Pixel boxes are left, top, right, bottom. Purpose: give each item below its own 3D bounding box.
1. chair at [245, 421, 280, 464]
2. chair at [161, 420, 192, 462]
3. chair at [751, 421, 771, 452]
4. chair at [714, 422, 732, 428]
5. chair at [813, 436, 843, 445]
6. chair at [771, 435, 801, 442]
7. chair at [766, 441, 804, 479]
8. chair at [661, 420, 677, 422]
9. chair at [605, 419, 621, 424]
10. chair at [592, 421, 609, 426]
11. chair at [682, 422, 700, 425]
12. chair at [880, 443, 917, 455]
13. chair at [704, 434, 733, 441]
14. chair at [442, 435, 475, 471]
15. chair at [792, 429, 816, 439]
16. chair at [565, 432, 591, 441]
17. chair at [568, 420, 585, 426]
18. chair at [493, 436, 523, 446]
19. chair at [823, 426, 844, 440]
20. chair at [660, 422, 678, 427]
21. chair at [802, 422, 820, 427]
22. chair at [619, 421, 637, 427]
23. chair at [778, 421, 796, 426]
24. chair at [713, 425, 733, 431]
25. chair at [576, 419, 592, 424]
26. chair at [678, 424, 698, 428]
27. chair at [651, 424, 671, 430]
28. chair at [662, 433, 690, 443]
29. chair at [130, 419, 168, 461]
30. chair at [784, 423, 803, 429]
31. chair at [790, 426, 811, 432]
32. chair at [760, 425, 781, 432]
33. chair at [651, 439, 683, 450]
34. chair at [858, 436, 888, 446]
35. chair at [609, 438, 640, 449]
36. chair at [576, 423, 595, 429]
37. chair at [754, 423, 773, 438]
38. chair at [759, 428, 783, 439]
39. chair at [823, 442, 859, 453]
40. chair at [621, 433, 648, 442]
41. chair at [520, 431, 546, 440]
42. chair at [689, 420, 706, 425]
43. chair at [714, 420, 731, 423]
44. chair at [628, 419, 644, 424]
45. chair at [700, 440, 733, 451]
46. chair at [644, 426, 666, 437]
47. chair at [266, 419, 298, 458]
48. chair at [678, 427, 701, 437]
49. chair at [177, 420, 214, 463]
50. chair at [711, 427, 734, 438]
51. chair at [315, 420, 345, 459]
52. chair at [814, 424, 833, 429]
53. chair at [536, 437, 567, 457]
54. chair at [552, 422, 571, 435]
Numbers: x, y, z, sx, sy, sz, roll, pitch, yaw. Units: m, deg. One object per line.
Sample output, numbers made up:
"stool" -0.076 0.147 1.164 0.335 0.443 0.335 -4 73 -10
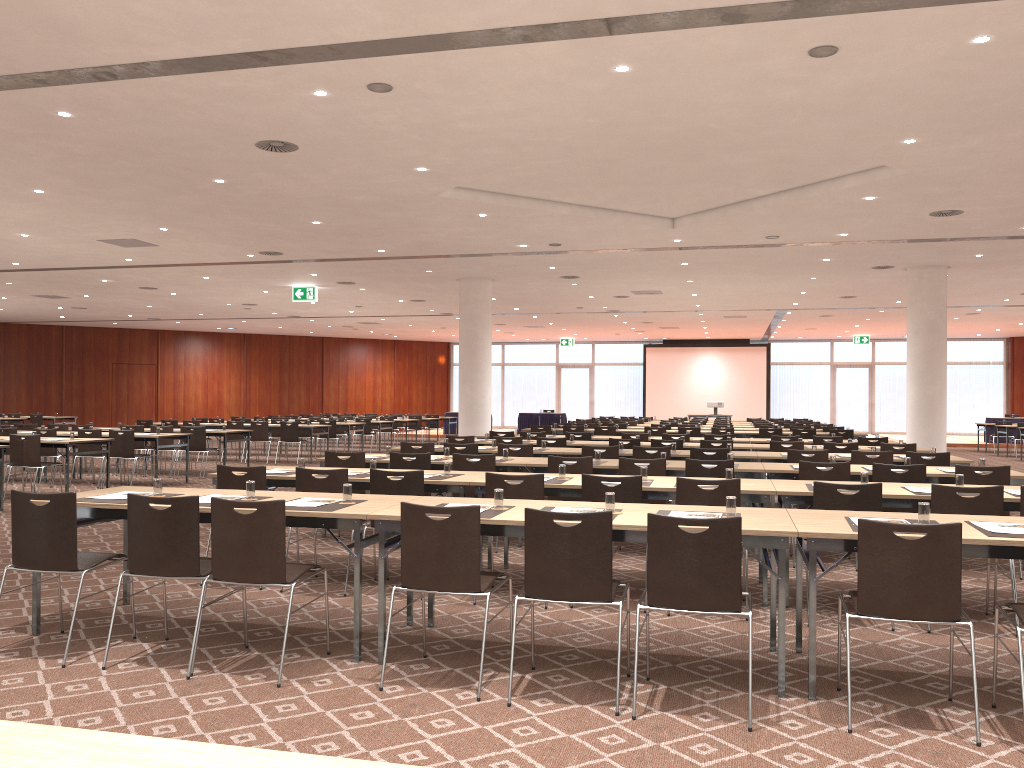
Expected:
"chair" -5.539 1.293 19.725 0.535 0.939 0.614 0 -1 13
"chair" -7.759 1.288 20.349 0.535 0.939 0.614 0 -1 15
"chair" 6.480 1.427 23.020 0.535 0.939 0.614 0 -1 14
"chair" 5.066 1.390 21.306 0.535 0.939 0.614 0 -1 13
"chair" 4.850 1.264 13.675 0.535 0.939 0.614 0 -1 13
"chair" 4.242 1.261 13.787 0.535 0.939 0.614 0 -1 13
"chair" 3.692 1.228 11.942 0.535 0.939 0.614 0 -1 15
"chair" 4.185 1.421 23.579 0.535 0.939 0.614 0 -1 15
"chair" 2.748 1.418 24.008 0.535 0.939 0.614 0 -1 14
"chair" 2.225 1.383 22.034 0.535 0.939 0.614 0 -1 17
"chair" 4.359 1.389 21.557 0.535 0.939 0.614 0 -1 14
"chair" 5.013 1.230 11.577 0.535 0.939 0.614 0 -1 14
"chair" 3.272 1.260 14.103 0.535 0.939 0.614 0 -1 11
"chair" -0.715 1.215 13.016 0.535 0.939 0.614 0 -1 14
"chair" 5.603 1.324 17.058 0.535 0.939 0.614 0 -1 12
"chair" 1.122 1.254 14.627 0.535 0.939 0.614 0 -1 15
"chair" 1.634 1.382 22.221 0.535 0.939 0.614 0 -1 11
"chair" -0.029 1.217 12.805 0.535 0.939 0.614 0 -1 12
"chair" 6.808 1.361 18.823 0.535 0.939 0.614 0 -1 16
"chair" 3.837 1.387 21.641 0.535 0.939 0.614 0 -1 15
"chair" 7.661 1.431 22.732 0.535 0.939 0.614 0 -1 15
"chair" 2.860 1.384 21.843 0.535 0.939 0.614 0 -1 11
"chair" 7.083 1.430 22.909 0.535 0.939 0.614 0 -1 11
"chair" 4.617 1.356 19.436 0.535 0.939 0.614 0 -1 11
"chair" 1.983 1.415 24.115 0.535 0.939 0.614 0 -1 15
"chair" 3.882 1.354 19.572 0.535 0.939 0.614 0 -1 13
"chair" 3.315 1.351 19.674 0.535 0.939 0.614 0 -1 14
"chair" 2.633 1.258 14.215 0.535 0.939 0.614 0 -1 13
"chair" -8.347 1.285 20.409 0.535 0.939 0.614 0 -1 16
"chair" 6.630 1.394 20.925 0.535 0.939 0.614 0 -1 16
"chair" 6.167 1.360 19.015 0.535 0.939 0.614 0 -1 13
"chair" 5.568 1.358 19.125 0.535 0.939 0.614 0 -1 12
"chair" 2.148 1.222 12.239 0.535 0.939 0.614 0 -1 14
"chair" 5.457 1.265 13.492 0.535 0.939 0.614 0 -1 11
"chair" 1.591 1.222 12.454 0.535 0.939 0.614 0 -1 11
"chair" 1.702 1.347 20.067 0.535 0.939 0.614 0 -1 16
"chair" 6.002 1.394 21.157 0.535 0.939 0.614 0 -1 15
"chair" 5.014 1.323 17.237 0.535 0.939 0.614 0 -1 12
"chair" 4.314 1.228 11.711 0.535 0.939 0.614 0 -1 11
"chair" 2.007 1.255 14.332 0.535 0.939 0.614 0 -1 16
"chair" 0.375 1.251 14.730 0.535 0.939 0.614 0 -1 12
"chair" 4.907 1.424 23.439 0.535 0.939 0.614 0 -1 12
"chair" 5.532 1.426 23.330 0.535 0.939 0.614 0 -1 11
"chair" 3.343 1.419 23.820 0.535 0.939 0.614 0 -1 16
"chair" 2.797 1.224 12.117 0.535 0.939 0.614 0 -1 14
"chair" 2.881 1.317 17.757 0.535 0.939 0.614 0 -1 15
"chair" -5.650 1.326 21.810 0.535 0.939 0.614 0 -1 16
"chair" 3.532 1.320 17.642 0.535 0.939 0.614 0 -1 13
"chair" -7.180 1.288 20.125 0.535 0.939 0.614 0 -1 16
"chair" 4.141 1.320 17.414 0.535 0.939 0.614 0 -1 15
"chair" -4.408 1.329 21.508 0.535 0.939 0.614 0 -1 11
"chair" 7.286 1.397 20.801 0.535 0.939 0.614 0 -1 13
"chair" 0.598 1.218 12.617 0.535 0.939 0.614 0 -1 16
"chair" 1.160 1.346 20.235 0.535 0.939 0.614 0 -1 14
